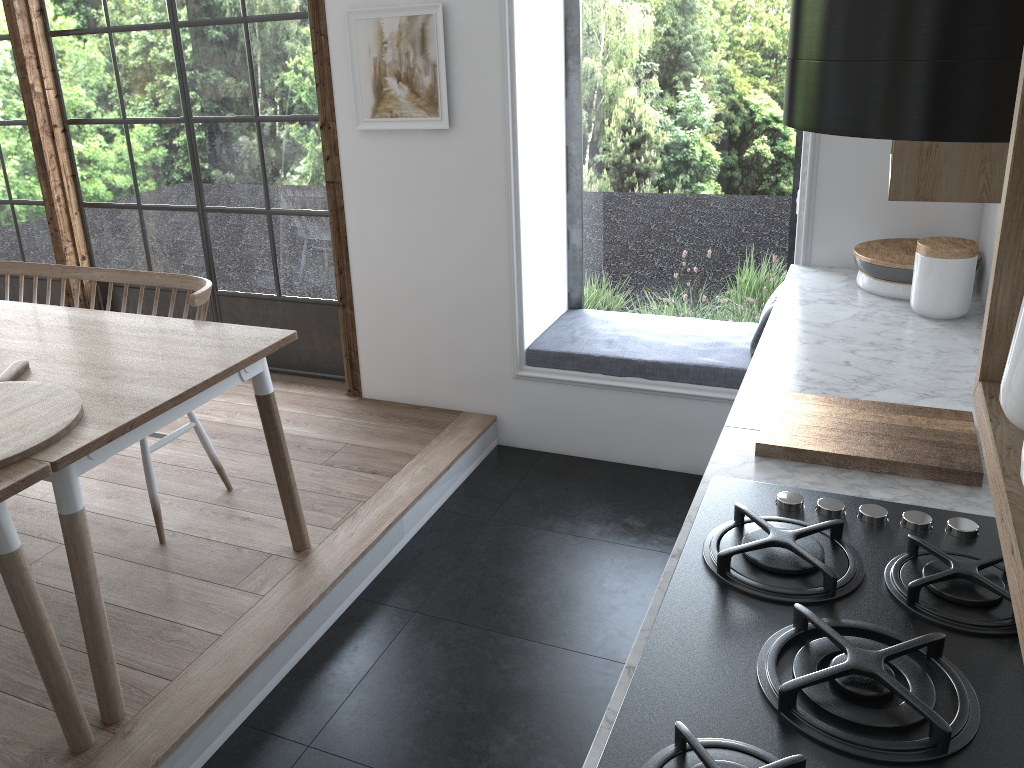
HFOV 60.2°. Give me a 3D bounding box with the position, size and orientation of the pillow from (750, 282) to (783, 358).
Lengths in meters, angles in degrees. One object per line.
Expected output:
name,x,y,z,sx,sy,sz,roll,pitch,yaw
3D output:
pillow,1.063,-0.251,3.507,0.185,0.288,0.400,6,23,22

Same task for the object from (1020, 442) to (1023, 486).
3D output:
object,0.266,0.008,0.366,0.087,0.113,0.085,6,22,23

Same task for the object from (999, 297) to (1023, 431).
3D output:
object,0.304,-0.016,0.456,0.082,0.086,0.086,-14,23,-28

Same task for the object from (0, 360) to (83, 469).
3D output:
object,-1.376,0.103,2.142,0.586,0.023,0.701,-23,29,-40

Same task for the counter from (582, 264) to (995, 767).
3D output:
counter,0.129,0.721,0.430,0.593,0.020,6.093,6,23,21

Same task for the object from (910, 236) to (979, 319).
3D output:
object,1.228,-0.299,2.517,0.153,0.209,0.158,-5,20,-7

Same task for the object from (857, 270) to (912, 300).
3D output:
object,1.273,-0.334,2.806,0.320,0.054,0.337,-14,24,-25

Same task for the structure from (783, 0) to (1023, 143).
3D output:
structure,0.494,-0.687,0.803,0.408,0.854,0.427,-9,21,-18

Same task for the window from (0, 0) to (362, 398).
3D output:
window,-3.226,-1.305,4.976,5.533,2.219,0.160,7,21,24

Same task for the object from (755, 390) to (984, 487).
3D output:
object,0.731,0.102,1.825,0.410,0.030,0.289,6,24,23

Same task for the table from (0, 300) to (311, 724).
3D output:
table,-1.773,0.238,2.882,2.091,0.737,0.930,7,23,23

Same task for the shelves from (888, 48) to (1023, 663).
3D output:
shelves,0.266,-0.043,0.201,0.307,0.783,3.558,6,23,21

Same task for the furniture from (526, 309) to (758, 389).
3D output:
furniture,0.648,-0.168,3.769,1.076,0.113,0.592,6,24,23

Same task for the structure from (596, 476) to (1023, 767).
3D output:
structure,0.463,0.367,1.177,0.567,0.047,0.977,6,24,22

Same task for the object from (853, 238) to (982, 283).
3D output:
object,1.271,-0.388,2.787,0.355,0.064,0.370,-9,22,-15

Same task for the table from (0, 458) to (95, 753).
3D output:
table,-2.120,0.577,2.085,2.091,0.737,0.930,7,23,23

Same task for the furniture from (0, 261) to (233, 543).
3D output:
furniture,-1.707,0.015,3.351,1.393,0.797,0.541,7,22,23

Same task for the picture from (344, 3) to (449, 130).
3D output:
picture,-0.455,-1.260,3.536,0.445,0.462,0.029,7,21,24
